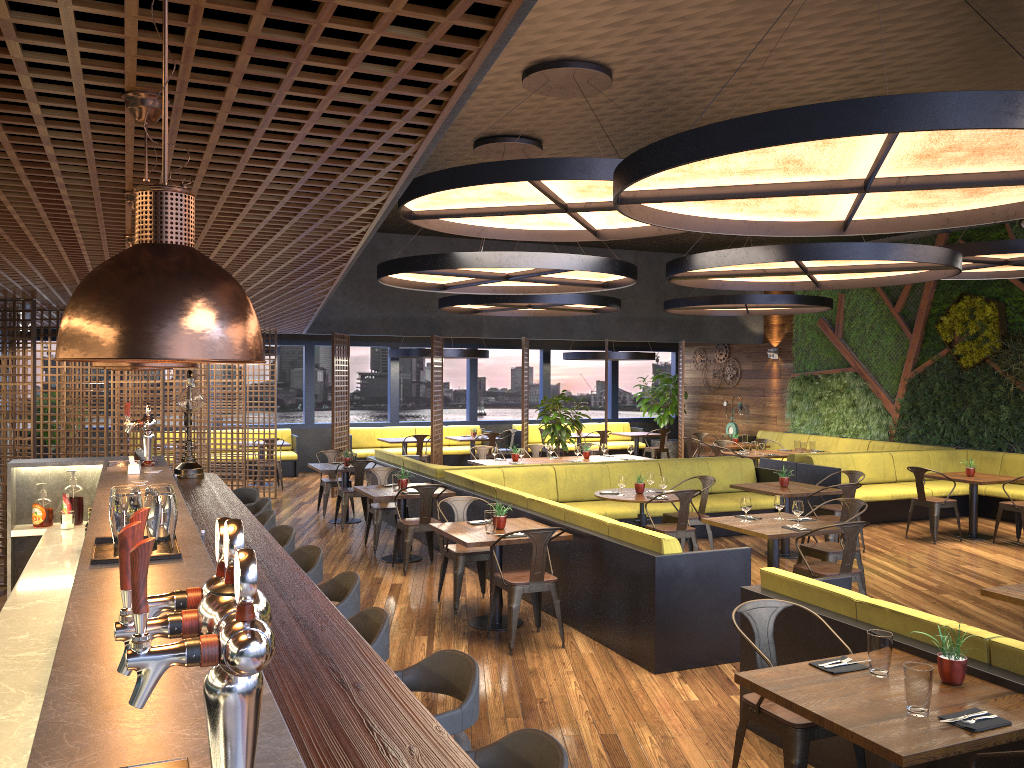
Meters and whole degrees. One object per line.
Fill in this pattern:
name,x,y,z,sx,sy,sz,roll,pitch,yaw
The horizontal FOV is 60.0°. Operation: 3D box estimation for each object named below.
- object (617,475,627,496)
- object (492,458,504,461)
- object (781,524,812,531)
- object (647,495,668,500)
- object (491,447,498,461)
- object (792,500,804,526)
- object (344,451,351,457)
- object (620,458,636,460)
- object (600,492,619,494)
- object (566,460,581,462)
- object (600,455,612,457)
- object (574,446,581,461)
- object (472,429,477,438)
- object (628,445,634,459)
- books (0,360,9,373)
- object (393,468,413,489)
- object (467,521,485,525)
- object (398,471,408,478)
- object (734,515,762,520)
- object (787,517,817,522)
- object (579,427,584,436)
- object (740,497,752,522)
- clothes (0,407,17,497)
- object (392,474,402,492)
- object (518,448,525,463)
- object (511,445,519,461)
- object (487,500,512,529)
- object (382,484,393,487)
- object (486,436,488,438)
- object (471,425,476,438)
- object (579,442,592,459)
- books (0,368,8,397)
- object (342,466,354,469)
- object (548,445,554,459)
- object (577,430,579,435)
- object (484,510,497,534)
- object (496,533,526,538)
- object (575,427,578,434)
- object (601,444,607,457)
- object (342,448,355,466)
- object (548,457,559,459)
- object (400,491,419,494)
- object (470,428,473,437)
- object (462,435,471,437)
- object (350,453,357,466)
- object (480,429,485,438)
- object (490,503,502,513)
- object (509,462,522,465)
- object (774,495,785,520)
object,1.152,1.064,9.296,0.097,0.206,0.097,0,1,18
object,-0.177,1.113,13.068,0.157,0.019,0.255,0,1,-23
object,2.333,1.184,7.317,0.157,0.019,0.255,0,1,-23
object,1.482,1.162,9.090,0.157,0.019,0.255,0,1,-17
object,-0.253,1.021,12.911,0.097,0.206,0.097,1,1,22
object,2.410,1.089,7.473,0.097,0.206,0.097,0,1,-32
object,-2.291,1.027,12.338,0.102,0.178,0.102,0,1,-8
object,1.722,1.121,13.278,0.157,0.019,0.255,0,1,-23
object,1.059,1.156,9.444,0.255,0.019,0.157,0,1,9
object,0.889,1.120,12.915,0.157,0.019,0.255,0,1,-23
object,1.489,1.114,13.793,0.157,0.019,0.255,0,1,-23
object,0.965,1.025,13.071,0.097,0.206,0.097,1,1,22
object,-0.739,0.982,17.531,0.102,0.178,0.102,0,1,-38
object,1.798,1.026,13.434,0.097,0.206,0.097,1,1,22
books,-8.364,-0.304,14.613,0.177,0.245,0.450,0,1,-24
object,-1.182,1.013,9.711,0.260,0.271,0.238,0,1,-22
object,-0.244,1.166,7.505,0.255,0.019,0.157,0,1,-24
object,-1.211,1.058,9.855,0.102,0.178,0.102,0,1,-38
object,2.101,1.178,7.832,0.157,0.019,0.255,0,1,-23
object,2.512,1.181,7.735,0.255,0.019,0.157,0,1,-23
object,1.444,0.984,18.479,0.102,0.178,0.102,0,1,-38
object,2.025,1.085,7.675,0.097,0.206,0.097,0,1,-32
clothes,-8.201,1.082,14.427,0.401,1.494,0.423,0,1,-28
object,-1.233,1.061,9.480,0.102,0.178,0.102,0,1,-38
object,0.132,1.025,12.709,0.097,0.206,0.097,1,1,22
object,0.042,0.987,12.904,0.238,0.271,0.260,0,1,-2
object,-0.107,1.044,7.209,0.238,0.271,0.260,0,1,-2
object,-1.321,1.136,9.981,0.255,0.019,0.157,0,1,-24
object,-0.466,1.061,17.812,0.157,0.019,0.255,0,1,-24
object,-0.754,0.934,17.714,0.238,0.271,0.260,0,1,-2
object,1.119,0.988,13.372,0.238,0.271,0.260,0,1,-2
books,-8.090,-0.009,14.002,0.223,0.489,0.286,0,1,-32
object,-2.177,1.112,11.866,0.255,0.019,0.157,0,1,-24
object,0.580,1.021,13.273,0.097,0.206,0.097,1,1,22
object,1.409,0.936,18.651,0.238,0.271,0.260,0,1,-2
object,-0.167,1.092,6.993,0.102,0.178,0.102,0,1,12
object,-0.019,1.173,6.907,0.255,0.019,0.157,0,1,-24
object,1.393,0.980,18.834,0.102,0.178,0.102,0,1,-38
object,1.414,1.022,13.636,0.097,0.206,0.097,1,1,22
object,-2.250,0.983,12.165,0.260,0.271,0.238,0,1,-22
object,0.656,1.114,13.431,0.157,0.019,0.255,0,1,-23
object,-1.097,1.143,9.383,0.255,0.019,0.157,0,1,-24
object,-0.790,0.979,17.887,0.102,0.178,0.102,0,1,-38
object,-0.900,1.057,18.012,0.255,0.019,0.157,0,1,-24
object,-2.154,1.031,12.047,0.102,0.178,0.102,0,1,-18
object,-0.591,0.981,17.701,0.102,0.178,0.102,0,1,-38
object,-0.134,1.088,7.379,0.102,0.178,0.102,0,1,-38
object,0.055,1.120,12.553,0.157,0.019,0.255,0,1,-23
object,2.356,1.085,7.810,0.097,0.206,0.097,0,1,-23
